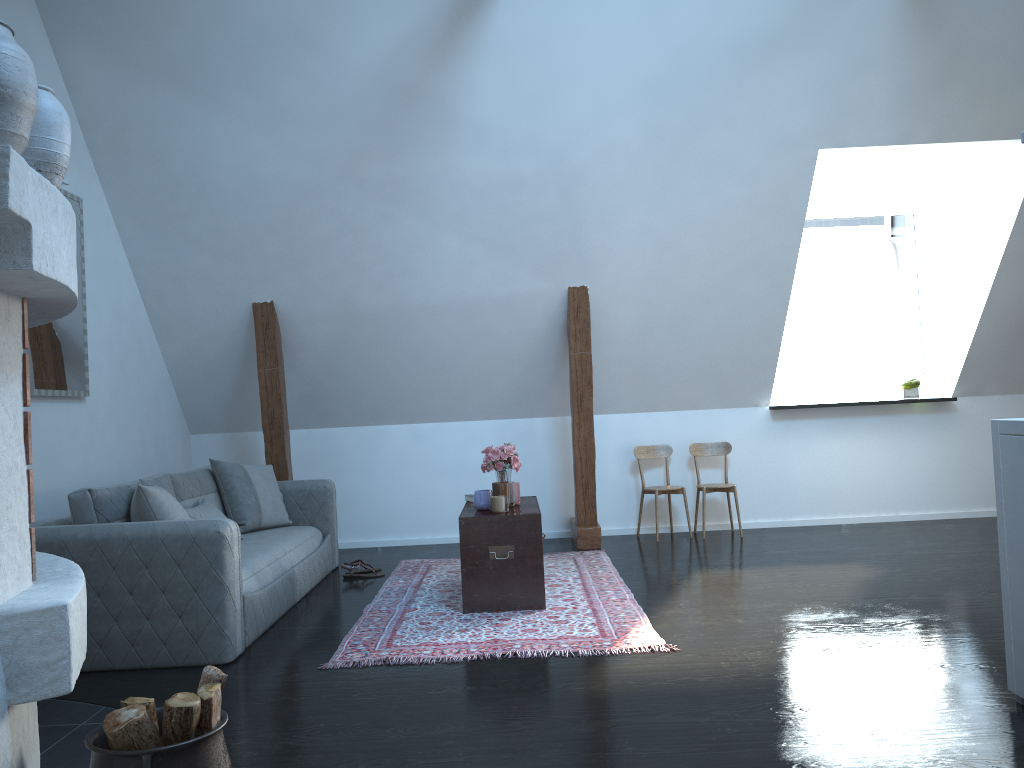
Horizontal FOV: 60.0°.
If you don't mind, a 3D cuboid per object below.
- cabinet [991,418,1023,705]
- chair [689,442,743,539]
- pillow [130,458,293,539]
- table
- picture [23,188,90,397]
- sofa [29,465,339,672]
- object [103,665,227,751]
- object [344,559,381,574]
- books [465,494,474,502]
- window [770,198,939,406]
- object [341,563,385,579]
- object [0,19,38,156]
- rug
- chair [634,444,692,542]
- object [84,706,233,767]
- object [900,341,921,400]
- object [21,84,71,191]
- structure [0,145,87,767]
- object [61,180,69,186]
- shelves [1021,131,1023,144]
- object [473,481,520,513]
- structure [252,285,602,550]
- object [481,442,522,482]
[{"bbox_3d":[1.898,0.550,2.477,0.638,0.921,0.869,-3,-2,0],"label":"cabinet"},{"bbox_3d":[1.543,0.796,6.719,0.329,0.696,0.342,-3,-2,1],"label":"chair"},{"bbox_3d":[-1.674,0.697,5.017,0.444,0.515,2.075,-3,-2,0],"label":"pillow"},{"bbox_3d":[-0.041,0.928,4.992,0.471,0.492,0.962,-3,-2,0],"label":"table"},{"bbox_3d":[-2.551,-0.529,4.803,0.025,1.185,0.965,-3,-2,0],"label":"picture"},{"bbox_3d":[-1.763,0.878,4.992,1.107,0.770,2.458,-3,-2,0],"label":"sofa"},{"bbox_3d":[-0.838,0.904,2.142,0.270,0.370,0.240,-3,-2,-1],"label":"object"},{"bbox_3d":[-0.990,1.200,5.852,0.277,0.090,0.101,-1,-2,-43],"label":"object"},{"bbox_3d":[-0.144,0.685,5.367,0.243,0.034,0.179,-2,-2,-22],"label":"books"},{"bbox_3d":[4.415,-2.136,4.355,8.018,4.249,5.959,-3,-2,0],"label":"window"},{"bbox_3d":[-0.957,1.194,5.695,0.277,0.090,0.101,-2,-2,-12],"label":"object"},{"bbox_3d":[-1.088,-0.585,1.823,0.203,0.314,0.203,-2,-2,-16],"label":"object"},{"bbox_3d":[-0.051,1.168,4.957,1.512,0.029,2.647,-3,-2,0],"label":"rug"},{"bbox_3d":[1.140,0.816,6.738,0.329,0.696,0.342,-2,-2,-17],"label":"chair"},{"bbox_3d":[-0.852,0.988,2.153,0.384,0.313,0.384,-4,-2,26],"label":"object"},{"bbox_3d":[3.139,-0.110,6.968,0.131,0.461,0.309,-3,-2,18],"label":"object"},{"bbox_3d":[-1.121,-0.557,2.082,0.158,0.274,0.158,-4,-2,39],"label":"object"},{"bbox_3d":[-2.499,-1.134,1.735,3.049,4.752,3.058,-3,-2,9],"label":"structure"},{"bbox_3d":[-1.183,-0.503,2.254,0.064,0.114,0.161,-3,-2,2],"label":"object"},{"bbox_3d":[1.922,-0.847,2.134,0.478,0.038,1.604,-3,-2,0],"label":"shelves"},{"bbox_3d":[-0.094,0.619,4.886,0.215,0.138,0.413,-3,-2,11],"label":"object"},{"bbox_3d":[4.363,0.038,6.710,12.350,1.963,1.023,-3,-2,0],"label":"structure"},{"bbox_3d":[-0.067,0.520,5.244,0.235,0.351,0.234,-1,-2,-40],"label":"object"}]
